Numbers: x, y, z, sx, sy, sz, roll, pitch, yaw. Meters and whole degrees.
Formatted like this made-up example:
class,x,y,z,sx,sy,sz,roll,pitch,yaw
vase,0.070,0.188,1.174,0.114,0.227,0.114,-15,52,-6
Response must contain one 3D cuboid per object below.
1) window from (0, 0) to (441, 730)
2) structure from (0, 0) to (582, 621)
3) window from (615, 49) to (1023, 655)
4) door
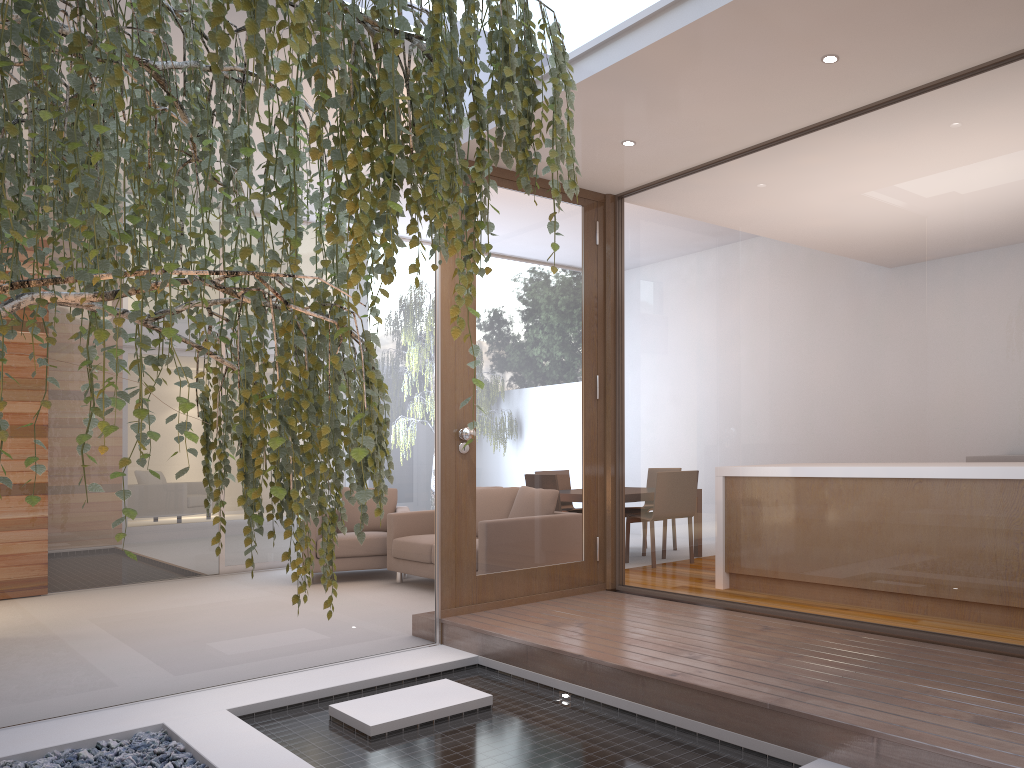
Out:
class,x,y,z,sx,sy,sz,roll,pitch,yaw
window,-1.630,-0.282,3.443,3.248,3.252,0.044,1,-2,-39
structure,-0.901,-0.797,1.479,2.033,3.988,2.083,0,-2,-43
window,1.912,-0.110,3.684,0.071,2.465,4.035,-1,-3,-38
door,0.125,0.032,4.827,1.078,2.362,0.097,0,-1,-39
